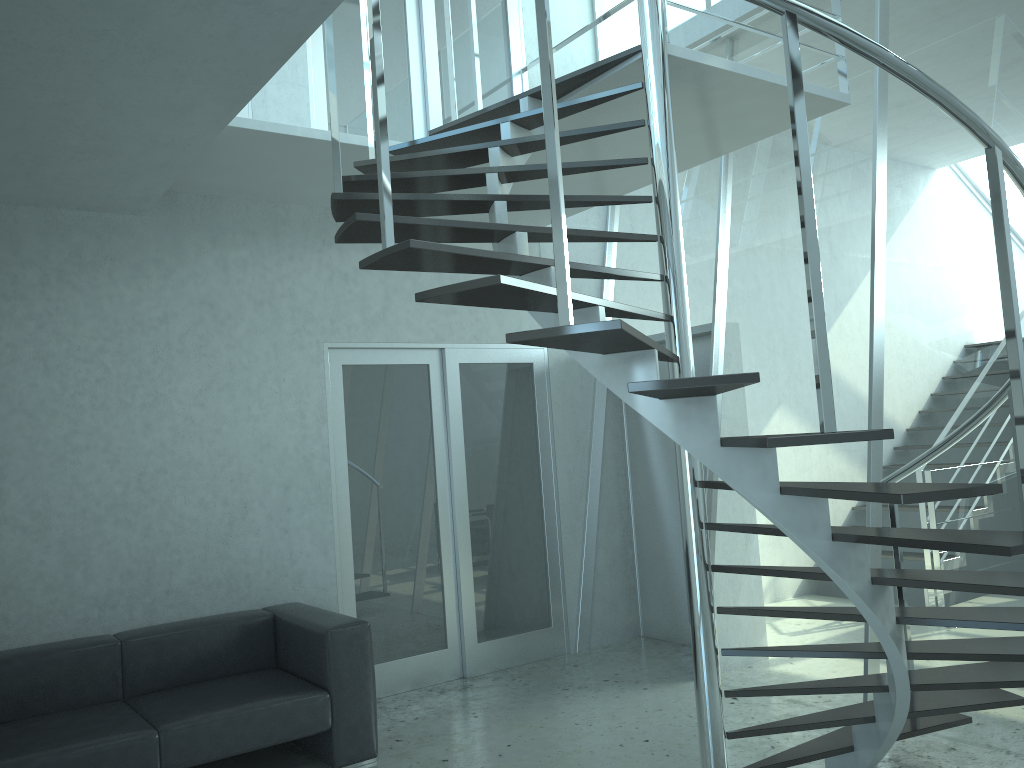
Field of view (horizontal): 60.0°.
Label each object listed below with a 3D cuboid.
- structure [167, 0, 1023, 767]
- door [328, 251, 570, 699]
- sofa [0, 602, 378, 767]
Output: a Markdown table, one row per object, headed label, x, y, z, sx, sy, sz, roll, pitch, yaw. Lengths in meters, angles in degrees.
| label | x | y | z | sx | sy | sz | roll | pitch | yaw |
| --- | --- | --- | --- | --- | --- | --- | --- | --- | --- |
| structure | 0.249 | -0.381 | 3.905 | 2.655 | 4.156 | 3.780 | -1 | -5 | -35 |
| door | -0.243 | 0.502 | 6.387 | 1.162 | 3.200 | 2.576 | -5 | -4 | 12 |
| sofa | -1.713 | 1.505 | 4.025 | 2.025 | 0.652 | 0.943 | -1 | -5 | -35 |
